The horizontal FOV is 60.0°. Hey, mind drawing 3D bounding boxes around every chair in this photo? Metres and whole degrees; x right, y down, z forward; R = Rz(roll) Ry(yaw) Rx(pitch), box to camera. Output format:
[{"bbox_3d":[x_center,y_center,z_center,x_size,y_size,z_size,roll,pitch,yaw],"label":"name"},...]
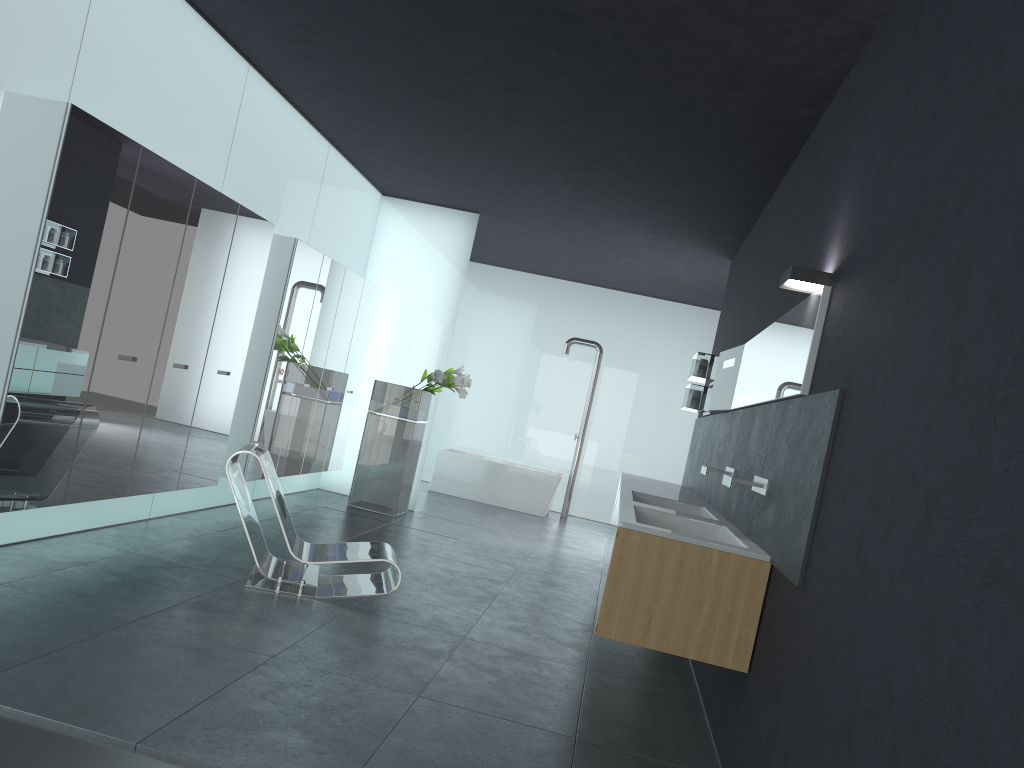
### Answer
[{"bbox_3d":[-1.361,0.963,6.120,1.262,0.871,0.628,13,-1,-11],"label":"chair"}]

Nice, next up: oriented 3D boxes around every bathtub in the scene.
[{"bbox_3d":[-0.187,1.453,13.982,1.976,0.858,0.961,12,-1,7],"label":"bathtub"}]

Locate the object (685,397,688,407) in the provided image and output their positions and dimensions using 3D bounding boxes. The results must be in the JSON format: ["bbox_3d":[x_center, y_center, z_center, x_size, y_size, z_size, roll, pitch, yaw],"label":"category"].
[{"bbox_3d":[1.943,0.191,9.617,0.096,0.184,0.068,12,0,-1],"label":"object"}]

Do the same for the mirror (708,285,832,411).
[{"bbox_3d":[1.670,-0.107,6.067,0.109,0.532,3.725,12,-2,6],"label":"mirror"}]

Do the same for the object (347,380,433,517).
[{"bbox_3d":[-1.430,0.753,10.491,0.584,1.491,0.575,12,-1,8],"label":"object"}]

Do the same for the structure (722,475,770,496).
[{"bbox_3d":[1.279,0.539,4.884,0.186,0.088,0.482,12,-2,8],"label":"structure"}]

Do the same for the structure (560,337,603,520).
[{"bbox_3d":[0.849,0.703,13.875,0.642,2.871,0.123,12,0,7],"label":"structure"}]

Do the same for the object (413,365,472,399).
[{"bbox_3d":[-1.015,0.052,10.310,1.024,0.779,0.974,12,-1,0],"label":"object"}]

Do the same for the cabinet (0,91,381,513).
[{"bbox_3d":[-2.363,-0.267,7.644,0.398,2.215,6.009,12,-1,8],"label":"cabinet"}]

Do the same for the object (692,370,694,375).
[{"bbox_3d":[2.013,-0.129,9.619,0.096,0.184,0.068,12,0,-1],"label":"object"}]

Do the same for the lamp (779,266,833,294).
[{"bbox_3d":[1.460,-0.514,4.418,0.198,0.066,0.277,12,-2,8],"label":"lamp"}]

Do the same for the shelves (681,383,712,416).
[{"bbox_3d":[1.960,0.163,9.333,0.265,0.285,0.770,12,-1,8],"label":"shelves"}]

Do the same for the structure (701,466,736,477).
[{"bbox_3d":[1.457,0.617,6.290,0.186,0.088,0.482,12,-2,8],"label":"structure"}]

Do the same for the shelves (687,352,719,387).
[{"bbox_3d":[2.031,-0.157,9.335,0.265,0.285,0.770,12,-1,8],"label":"shelves"}]

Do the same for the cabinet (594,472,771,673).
[{"bbox_3d":[1.157,1.162,6.973,0.733,0.556,5.588,12,-2,8],"label":"cabinet"}]
